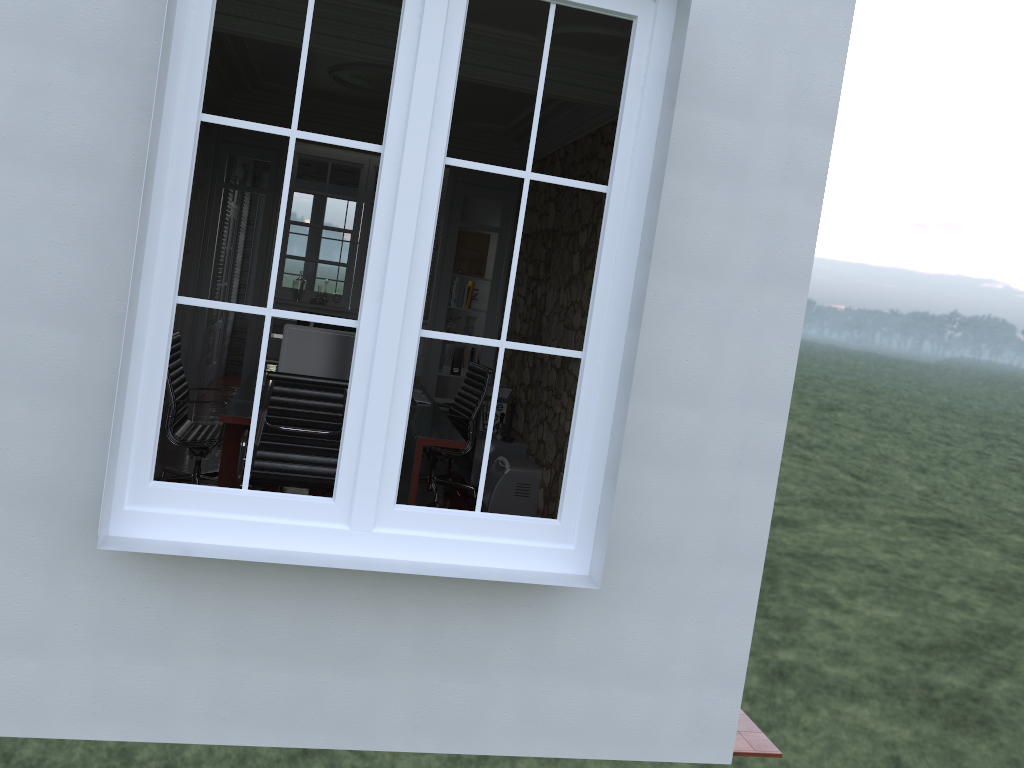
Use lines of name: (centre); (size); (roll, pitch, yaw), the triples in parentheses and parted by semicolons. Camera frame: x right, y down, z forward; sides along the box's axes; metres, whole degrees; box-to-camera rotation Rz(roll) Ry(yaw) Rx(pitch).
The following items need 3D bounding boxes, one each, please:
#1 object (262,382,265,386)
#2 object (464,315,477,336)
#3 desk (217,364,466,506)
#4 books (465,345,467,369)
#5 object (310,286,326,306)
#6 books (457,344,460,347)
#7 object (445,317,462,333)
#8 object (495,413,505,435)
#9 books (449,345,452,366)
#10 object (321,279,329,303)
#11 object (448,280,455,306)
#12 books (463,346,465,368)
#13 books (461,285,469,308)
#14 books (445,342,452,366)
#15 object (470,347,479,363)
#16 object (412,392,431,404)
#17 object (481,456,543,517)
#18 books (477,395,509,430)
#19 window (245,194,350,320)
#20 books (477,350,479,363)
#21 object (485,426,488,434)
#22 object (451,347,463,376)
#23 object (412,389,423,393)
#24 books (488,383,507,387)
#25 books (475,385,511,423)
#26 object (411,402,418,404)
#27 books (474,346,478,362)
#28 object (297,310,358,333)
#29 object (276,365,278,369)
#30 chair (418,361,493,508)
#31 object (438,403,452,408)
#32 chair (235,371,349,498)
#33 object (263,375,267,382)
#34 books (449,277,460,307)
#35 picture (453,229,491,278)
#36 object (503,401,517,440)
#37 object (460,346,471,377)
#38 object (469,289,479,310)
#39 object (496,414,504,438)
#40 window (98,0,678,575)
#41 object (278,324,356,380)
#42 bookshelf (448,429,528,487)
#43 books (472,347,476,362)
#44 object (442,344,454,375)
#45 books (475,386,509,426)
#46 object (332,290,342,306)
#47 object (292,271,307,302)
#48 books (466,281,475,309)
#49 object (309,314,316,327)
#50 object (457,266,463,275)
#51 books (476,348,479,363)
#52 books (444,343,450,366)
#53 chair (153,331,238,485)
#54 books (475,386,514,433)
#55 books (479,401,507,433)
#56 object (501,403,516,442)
object: (-1.610, 0.002, 5.814); (0.106, 0.028, 0.059); (7, 5, -13)
object: (-0.412, -0.567, 8.624); (0.062, 0.188, 0.127); (6, 4, -40)
desk: (-1.183, 0.435, 5.948); (1.298, 0.725, 2.520); (7, 6, -12)
books: (-0.455, -0.230, 8.651); (0.045, 0.286, 0.195); (8, 4, -6)
object: (-1.810, -0.816, 8.287); (0.147, 0.200, 0.149); (6, 4, -30)
books: (-0.549, -0.243, 8.635); (0.039, 0.287, 0.195); (8, 4, -7)
object: (-0.591, -0.584, 8.558); (0.178, 0.161, 0.092); (10, 4, 16)
object: (-0.084, 0.312, 7.003); (0.048, 0.175, 0.088); (6, 4, -38)
books: (-0.599, -0.250, 8.641); (0.022, 0.287, 0.195); (8, 4, -4)
object: (-1.776, -0.860, 8.413); (0.088, 0.271, 0.088); (8, 3, -17)
object: (-0.620, -0.888, 8.612); (0.078, 0.248, 0.116); (8, 3, -12)
books: (-0.466, -0.237, 8.656); (0.045, 0.281, 0.181); (8, 3, -6)
books: (-0.463, -0.854, 8.639); (0.026, 0.223, 0.162); (8, 4, -12)
books: (-0.626, -0.260, 8.646); (0.038, 0.295, 0.181); (8, 3, -4)
object: (-0.367, -0.209, 8.667); (0.078, 0.277, 0.240); (8, 4, -8)
object: (-0.657, 0.097, 6.325); (0.118, 0.017, 0.441); (7, 6, -12)
object: (-0.017, 0.738, 6.428); (0.362, 0.386, 0.402); (8, 4, -12)
books: (-0.156, 0.239, 7.092); (0.221, 0.282, 0.061); (8, 3, -12)
window: (-2.701, -1.741, 11.936); (1.537, 1.934, 0.128); (8, 3, -12)
books: (-0.345, -0.213, 8.688); (0.023, 0.282, 0.195); (8, 4, -8)
object: (-0.170, 0.318, 6.929); (0.048, 0.152, 0.088); (8, 3, -17)
object: (-0.538, -0.233, 8.653); (0.078, 0.277, 0.246); (8, 4, -7)
object: (-0.714, 0.050, 6.647); (0.107, 0.028, 0.059); (13, 7, 39)
books: (-0.198, 0.169, 7.374); (0.258, 0.350, 0.065); (8, 3, -12)
books: (-0.157, 0.193, 7.178); (0.258, 0.354, 0.050); (8, 3, -12)
object: (-0.701, 0.128, 5.995); (0.149, 0.011, 0.011); (4, 6, -36)
books: (-0.372, -0.223, 8.692); (0.030, 0.289, 0.181); (8, 3, -8)
object: (-1.414, -0.285, 6.658); (0.484, 0.484, 0.190); (9, 3, 13)
object: (-1.792, -0.129, 6.826); (0.059, 0.028, 0.107); (7, 6, -13)
chair: (-0.550, 0.337, 6.426); (0.697, 1.020, 0.669); (7, 4, -17)
object: (-0.567, 0.215, 8.714); (0.295, 0.040, 0.237); (12, 7, 33)
chair: (-1.151, 0.424, 4.669); (0.664, 1.020, 0.702); (8, 4, -8)
object: (-1.669, -0.033, 6.136); (0.118, 0.017, 0.441); (7, 6, -12)
books: (-0.563, -0.901, 8.641); (0.042, 0.286, 0.217); (8, 4, -12)
picture: (-0.396, -1.260, 8.583); (0.325, 0.434, 0.009); (8, 3, -12)
object: (-0.003, 0.281, 6.862); (0.095, 0.288, 0.094); (11, 4, 37)
object: (-0.451, -0.218, 8.634); (0.078, 0.277, 0.240); (8, 4, -6)
object: (-0.361, -0.855, 8.668); (0.078, 0.248, 0.116); (8, 3, -12)
object: (-0.089, 0.322, 6.898); (0.048, 0.175, 0.088); (8, 3, -1)
window: (-0.352, -0.445, 2.795); (1.525, 1.980, 0.128); (8, 3, -12)
object: (-1.084, -0.074, 5.055); (0.483, 0.484, 0.190); (8, 3, -12)
bookshelf: (-0.241, 0.579, 7.323); (0.435, 0.458, 1.201); (8, 5, -12)
books: (-0.390, -0.217, 8.680); (0.024, 0.276, 0.195); (8, 4, -8)
object: (-0.623, -0.243, 8.622); (0.078, 0.277, 0.240); (8, 4, -4)
books: (-0.149, 0.198, 7.156); (0.258, 0.352, 0.071); (8, 3, -12)
object: (-1.680, -0.810, 8.483); (0.094, 0.187, 0.095); (6, 4, -38)
object: (-2.002, -0.908, 8.324); (0.129, 0.314, 0.129); (9, 3, 13)
books: (-0.420, -0.871, 8.645); (0.055, 0.267, 0.193); (8, 4, -12)
object: (-1.413, -0.233, 6.146); (0.189, 0.484, 0.486); (8, 4, -12)
object: (-0.493, -1.091, 8.489); (0.056, 0.089, 0.056); (8, 3, -9)
books: (-0.358, -0.220, 8.686); (0.013, 0.287, 0.195); (8, 4, -8)
books: (-0.641, -0.258, 8.638); (0.037, 0.287, 0.195); (8, 4, -4)
chair: (-1.889, 0.232, 5.489); (0.697, 1.020, 0.669); (7, 4, -18)
books: (-0.141, 0.201, 7.127); (0.271, 0.353, 0.063); (8, 3, -12)
books: (-0.153, 0.264, 7.059); (0.197, 0.239, 0.058); (8, 3, -12)
object: (-0.013, 0.291, 6.753); (0.095, 0.288, 0.095); (8, 3, -17)
